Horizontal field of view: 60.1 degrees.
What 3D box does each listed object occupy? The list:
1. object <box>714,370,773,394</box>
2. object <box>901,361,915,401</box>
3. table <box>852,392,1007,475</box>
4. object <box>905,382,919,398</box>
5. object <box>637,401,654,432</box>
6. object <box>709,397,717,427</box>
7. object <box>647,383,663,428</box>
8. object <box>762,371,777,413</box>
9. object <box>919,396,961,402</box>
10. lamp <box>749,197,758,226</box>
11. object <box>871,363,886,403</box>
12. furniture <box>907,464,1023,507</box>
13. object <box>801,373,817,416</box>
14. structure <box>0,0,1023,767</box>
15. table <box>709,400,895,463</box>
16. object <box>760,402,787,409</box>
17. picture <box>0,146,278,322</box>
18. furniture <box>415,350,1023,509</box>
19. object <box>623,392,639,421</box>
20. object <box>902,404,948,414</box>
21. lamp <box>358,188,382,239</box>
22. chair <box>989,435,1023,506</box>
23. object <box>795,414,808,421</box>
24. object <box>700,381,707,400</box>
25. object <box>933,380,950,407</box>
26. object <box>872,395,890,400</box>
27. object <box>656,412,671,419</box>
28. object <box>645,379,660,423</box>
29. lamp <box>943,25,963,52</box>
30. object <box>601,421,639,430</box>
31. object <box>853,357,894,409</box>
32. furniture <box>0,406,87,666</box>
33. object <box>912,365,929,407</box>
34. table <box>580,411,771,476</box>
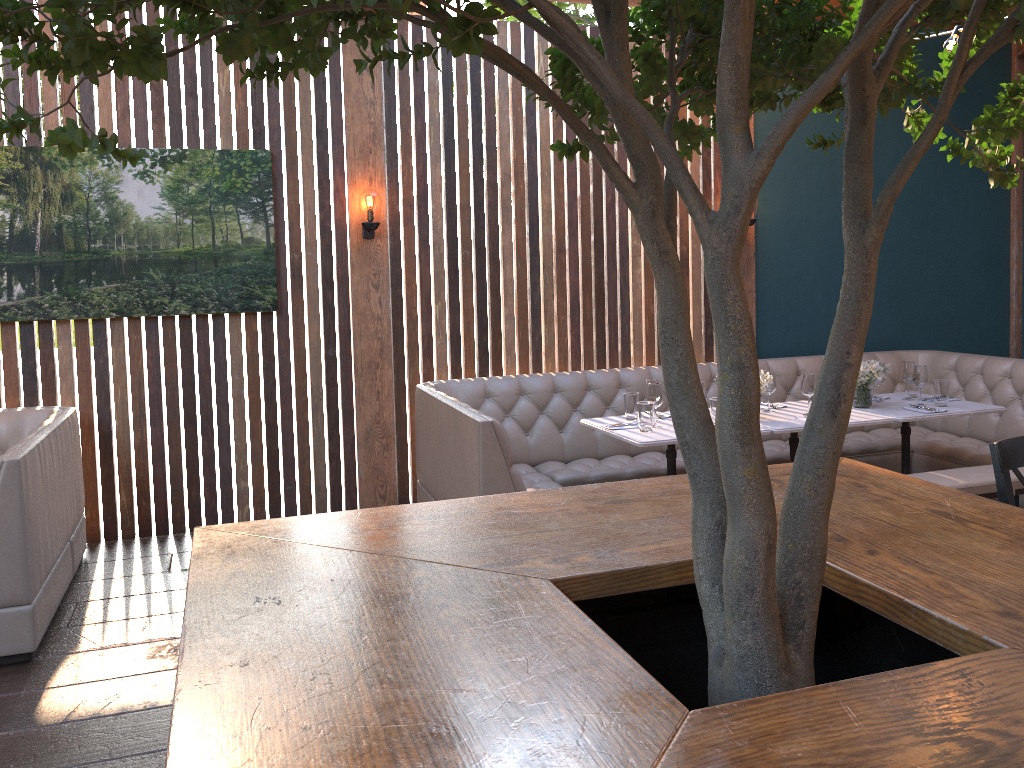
[{"bbox_3d":[1.354,0.042,5.141,0.329,0.308,0.338,1,6,24],"label":"object"},{"bbox_3d":[2.526,-0.021,5.639,0.092,0.243,0.092,0,4,24],"label":"object"},{"bbox_3d":[2.460,0.454,5.527,0.799,0.669,0.802,-3,6,-18],"label":"table"},{"bbox_3d":[2.591,0.009,5.730,0.092,0.157,0.092,-4,5,-31],"label":"object"},{"bbox_3d":[0.725,0.178,4.798,0.092,0.157,0.092,-4,5,-31],"label":"object"},{"bbox_3d":[1.133,0.158,4.866,0.092,0.157,0.092,-4,5,-31],"label":"object"},{"bbox_3d":[0.795,0.118,4.919,0.092,0.243,0.092,1,5,30],"label":"object"},{"bbox_3d":[1.544,0.046,5.324,0.092,0.243,0.092,1,5,30],"label":"object"},{"bbox_3d":[2.689,0.093,5.599,0.255,0.019,0.158,-4,8,-17],"label":"object"},{"bbox_3d":[1.712,-1.260,6.455,0.146,0.319,0.178,-3,5,-18],"label":"lamp"},{"bbox_3d":[2.308,-0.007,5.573,0.092,0.243,0.092,0,4,24],"label":"object"},{"bbox_3d":[1.910,0.720,4.634,2.330,0.397,0.314,-4,5,-18],"label":"furniture"},{"bbox_3d":[1.734,0.061,5.167,0.092,0.243,0.092,1,5,30],"label":"object"},{"bbox_3d":[0.363,-0.475,1.386,2.852,3.680,2.728,-2,5,-9],"label":"structure"},{"bbox_3d":[1.684,0.507,5.277,0.799,0.669,0.802,-3,6,-18],"label":"table"},{"bbox_3d":[1.605,0.133,5.513,0.157,0.019,0.256,-4,8,-17],"label":"object"},{"bbox_3d":[-2.257,-0.893,5.238,1.651,0.994,0.065,-4,4,-18],"label":"picture"},{"bbox_3d":[1.552,0.371,5.638,4.161,0.855,1.718,-4,7,-18],"label":"furniture"},{"bbox_3d":[0.699,0.131,5.171,0.092,0.157,0.092,-4,5,-31],"label":"object"},{"bbox_3d":[2.432,0.144,5.251,0.157,0.019,0.256,-4,8,-17],"label":"object"},{"bbox_3d":[-0.901,-1.081,5.612,0.146,0.319,0.178,-3,5,-18],"label":"lamp"},{"bbox_3d":[1.716,0.682,2.539,0.478,1.016,0.541,-3,5,-18],"label":"chair"},{"bbox_3d":[1.711,0.194,5.009,0.157,0.019,0.256,-4,8,-17],"label":"object"},{"bbox_3d":[1.040,0.109,4.935,0.092,0.243,0.092,1,5,30],"label":"object"},{"bbox_3d":[2.595,0.057,5.348,0.092,0.157,0.092,-4,5,-31],"label":"object"},{"bbox_3d":[2.341,0.083,5.744,0.157,0.019,0.256,-4,8,-17],"label":"object"},{"bbox_3d":[0.863,0.184,5.273,0.157,0.019,0.256,-4,8,-17],"label":"object"},{"bbox_3d":[0.812,0.095,5.096,0.092,0.243,0.092,1,5,30],"label":"object"},{"bbox_3d":[1.859,-1.458,3.731,0.074,0.114,0.057,1,5,25],"label":"lamp"},{"bbox_3d":[0.637,0.229,4.966,0.255,0.019,0.158,-4,8,-17],"label":"object"},{"bbox_3d":[2.140,-0.014,5.410,0.336,0.308,0.330,3,7,37],"label":"object"},{"bbox_3d":[-4.201,0.763,3.781,4.161,0.855,1.718,-4,7,-18],"label":"furniture"},{"bbox_3d":[2.492,0.011,5.395,0.092,0.243,0.092,0,4,24],"label":"object"},{"bbox_3d":[0.908,0.560,5.026,0.799,0.669,0.802,-3,6,-19],"label":"table"}]
